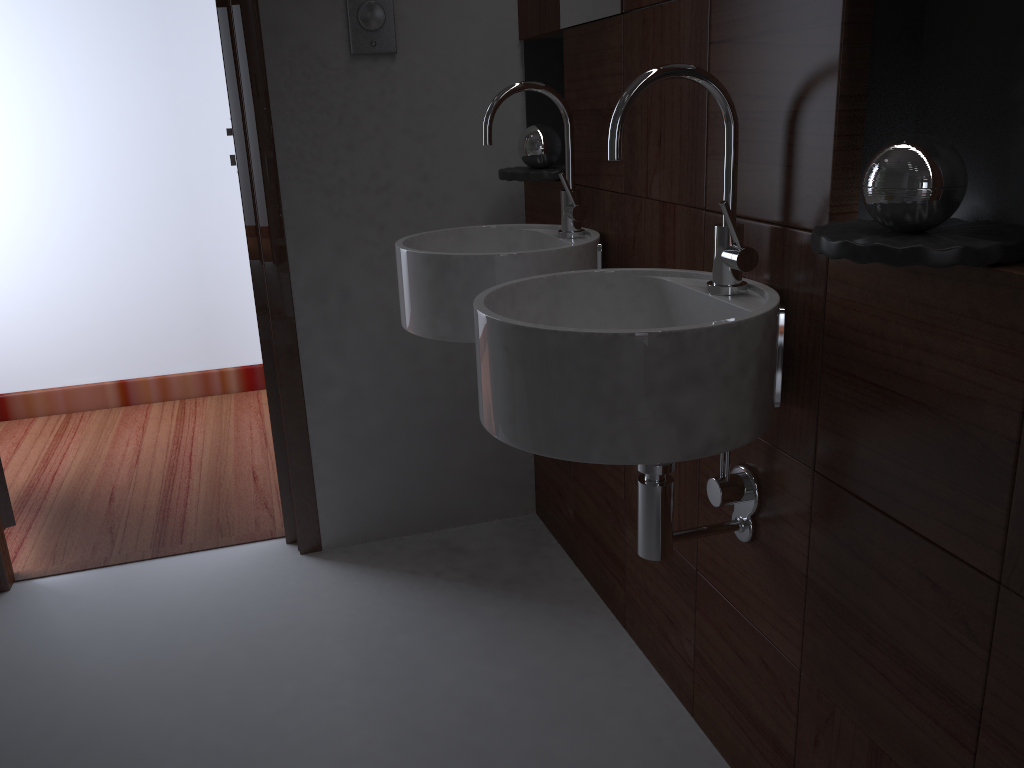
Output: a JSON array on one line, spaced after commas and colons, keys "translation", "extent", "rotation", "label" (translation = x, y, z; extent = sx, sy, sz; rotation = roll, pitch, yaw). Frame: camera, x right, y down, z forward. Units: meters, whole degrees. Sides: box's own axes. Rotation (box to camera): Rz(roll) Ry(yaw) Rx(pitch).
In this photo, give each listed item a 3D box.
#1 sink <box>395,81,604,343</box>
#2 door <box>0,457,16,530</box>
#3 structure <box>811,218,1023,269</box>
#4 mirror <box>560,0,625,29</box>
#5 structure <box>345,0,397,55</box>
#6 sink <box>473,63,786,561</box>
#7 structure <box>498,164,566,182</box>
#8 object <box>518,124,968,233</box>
[{"translation": [-0.026, -0.243, 1.820], "extent": [0.417, 0.715, 0.415], "rotation": [-7, 18, -15], "label": "sink"}, {"translation": [-1.546, -0.546, 2.275], "extent": [0.095, 1.780, 0.708], "rotation": [-17, 22, -38], "label": "door"}, {"translation": [0.441, -0.156, 0.963], "extent": [0.222, 0.023, 0.220], "rotation": [-11, 19, -25], "label": "structure"}, {"translation": [0.140, -1.010, 1.637], "extent": [0.010, 0.635, 0.316], "rotation": [-7, 18, -15], "label": "mirror"}, {"translation": [-0.325, -0.847, 2.043], "extent": [0.109, 0.164, 0.028], "rotation": [-7, 18, -15], "label": "structure"}, {"translation": [0.157, -0.068, 1.241], "extent": [0.417, 0.715, 0.415], "rotation": [-7, 18, -15], "label": "sink"}, {"translation": [0.078, -0.503, 2.110], "extent": [0.222, 0.023, 0.220], "rotation": [9, 21, 32], "label": "structure"}, {"translation": [0.246, -0.385, 1.514], "extent": [0.104, 0.104, 1.350], "rotation": [-7, 18, -15], "label": "object"}]
